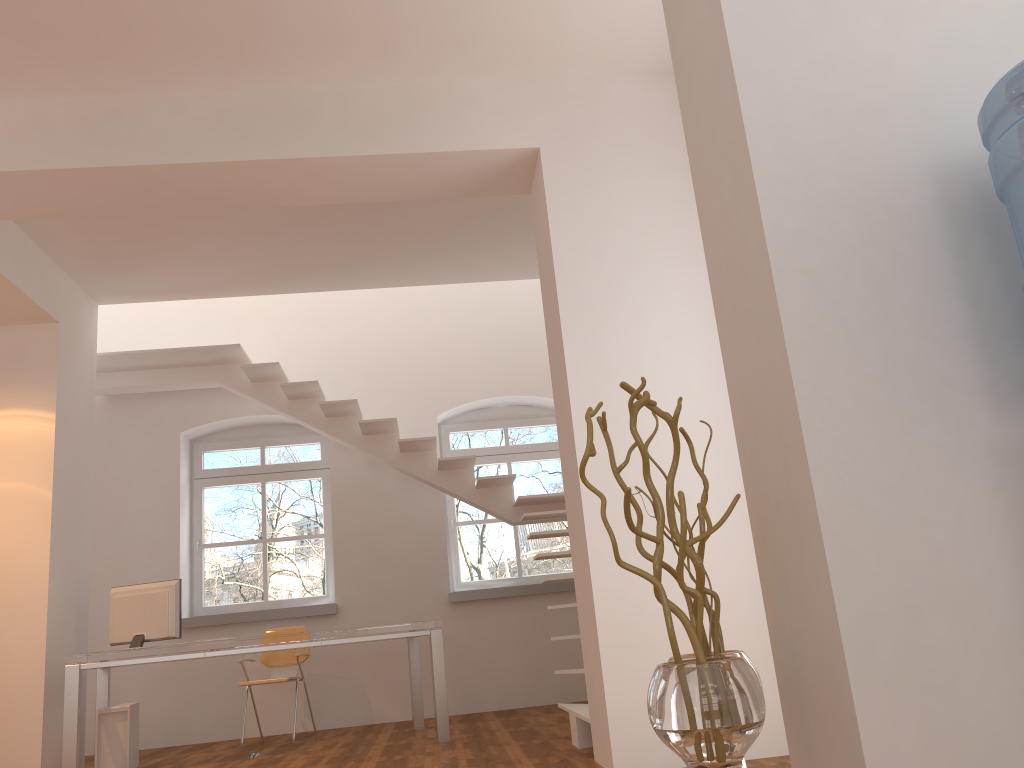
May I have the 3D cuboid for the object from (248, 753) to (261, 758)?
[{"bbox_3d":[-1.700,2.453,5.852,0.054,0.035,0.115,-7,-16,4],"label":"object"}]

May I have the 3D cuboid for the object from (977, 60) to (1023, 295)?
[{"bbox_3d":[1.115,0.153,1.406,0.436,1.490,0.436,0,-17,-20],"label":"object"}]

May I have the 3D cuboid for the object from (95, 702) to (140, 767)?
[{"bbox_3d":[-2.588,2.334,5.827,0.200,0.422,0.474,-1,-16,-16],"label":"object"}]

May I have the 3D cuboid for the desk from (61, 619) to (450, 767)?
[{"bbox_3d":[-1.639,2.078,5.902,2.239,0.750,1.092,-1,-16,-16],"label":"desk"}]

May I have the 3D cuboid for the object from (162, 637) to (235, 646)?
[{"bbox_3d":[-2.152,1.786,6.126,0.467,0.031,0.200,-7,-16,4],"label":"object"}]

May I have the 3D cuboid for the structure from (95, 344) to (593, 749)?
[{"bbox_3d":[-1.076,0.905,6.154,4.630,3.042,3.450,-4,-16,-6],"label":"structure"}]

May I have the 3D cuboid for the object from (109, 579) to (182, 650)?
[{"bbox_3d":[-2.419,1.504,5.746,0.516,0.418,0.245,-12,-17,23],"label":"object"}]

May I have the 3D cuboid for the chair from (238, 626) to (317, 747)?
[{"bbox_3d":[-1.812,2.302,6.815,0.495,0.829,0.464,-8,-16,9],"label":"chair"}]

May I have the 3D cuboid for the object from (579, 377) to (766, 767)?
[{"bbox_3d":[0.367,0.535,1.797,0.284,1.112,0.655,-10,-16,14],"label":"object"}]

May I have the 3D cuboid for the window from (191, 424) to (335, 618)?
[{"bbox_3d":[-2.278,1.216,8.130,1.308,1.737,0.142,-4,-16,-6],"label":"window"}]

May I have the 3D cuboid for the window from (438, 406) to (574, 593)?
[{"bbox_3d":[-0.003,1.051,8.367,1.308,1.737,0.142,-4,-16,-6],"label":"window"}]
